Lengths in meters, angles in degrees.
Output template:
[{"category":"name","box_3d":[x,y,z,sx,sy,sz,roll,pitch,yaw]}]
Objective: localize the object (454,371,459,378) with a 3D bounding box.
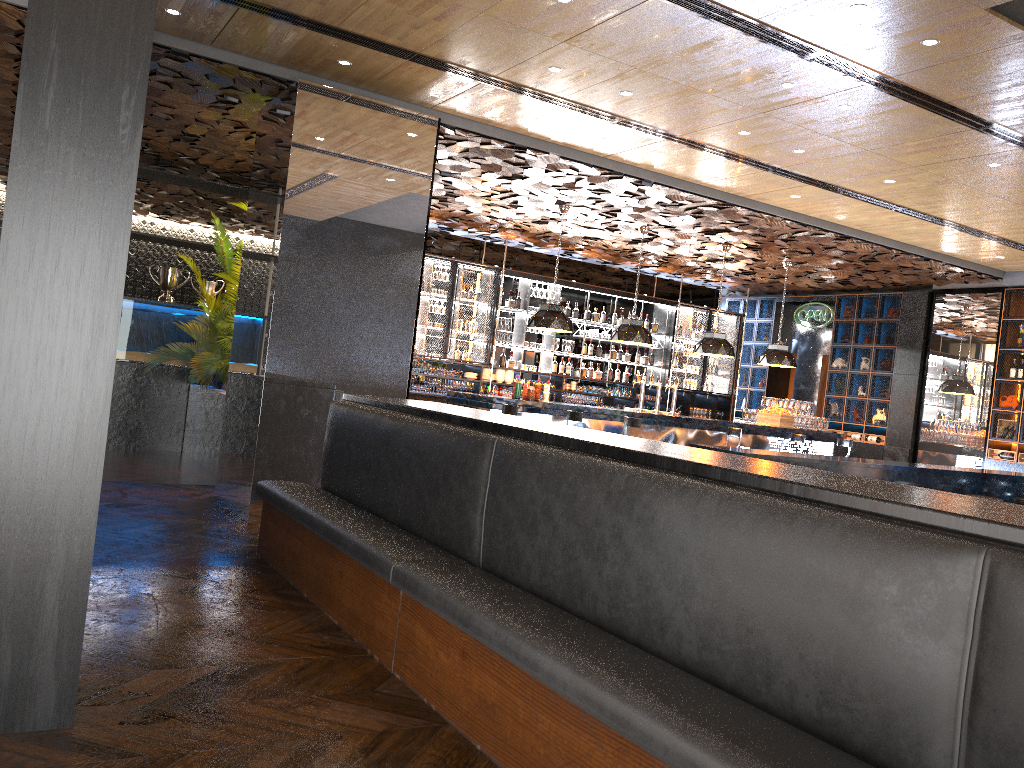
[{"category":"object","box_3d":[-0.831,-0.142,13.276,0.078,0.099,0.078,7,0,27]}]

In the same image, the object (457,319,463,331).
[{"category":"object","box_3d":[-0.800,-0.888,13.450,0.092,0.182,0.092,7,0,-35]}]

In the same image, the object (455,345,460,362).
[{"category":"object","box_3d":[-0.831,-0.463,13.529,0.075,0.261,0.075,7,0,19]}]

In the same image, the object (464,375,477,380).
[{"category":"object","box_3d":[-0.632,-0.101,13.478,0.209,0.060,0.211,7,0,19]}]

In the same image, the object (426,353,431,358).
[{"category":"object","box_3d":[-1.251,-0.422,13.219,0.077,0.080,0.077,7,0,9]}]

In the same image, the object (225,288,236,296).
[{"category":"object","box_3d":[-3.676,-1.231,11.803,0.278,0.292,0.290,7,0,7]}]

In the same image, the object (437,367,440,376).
[{"category":"object","box_3d":[-1.095,-0.189,13.327,0.074,0.131,0.074,7,0,-18]}]

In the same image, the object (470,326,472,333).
[{"category":"object","box_3d":[-0.616,-0.867,13.671,0.092,0.182,0.092,7,0,-35]}]

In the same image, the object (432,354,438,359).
[{"category":"object","box_3d":[-1.156,-0.411,13.261,0.077,0.080,0.077,7,0,-45]}]

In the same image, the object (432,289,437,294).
[{"category":"object","box_3d":[-1.166,-1.379,13.266,0.077,0.080,0.077,7,0,-40]}]

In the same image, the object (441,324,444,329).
[{"category":"object","box_3d":[-1.033,-0.864,13.459,0.077,0.080,0.077,7,0,-35]}]

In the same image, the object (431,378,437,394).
[{"category":"object","box_3d":[-1.151,0.025,13.097,0.088,0.229,0.077,7,0,-17]}]

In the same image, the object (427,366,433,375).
[{"category":"object","box_3d":[-1.212,-0.204,13.130,0.081,0.132,0.081,7,0,32]}]

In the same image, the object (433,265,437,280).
[{"category":"object","box_3d":[-1.149,-1.676,13.331,0.081,0.213,0.081,7,0,-25]}]

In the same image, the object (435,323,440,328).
[{"category":"object","box_3d":[-1.123,-0.875,13.285,0.077,0.080,0.077,7,0,38]}]

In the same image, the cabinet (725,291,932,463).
[{"category":"cabinet","box_3d":[5.385,0.203,15.800,0.691,3.514,4.416,7,0,-30]}]

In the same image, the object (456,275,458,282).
[{"category":"object","box_3d":[-0.843,-1.641,13.345,0.081,0.213,0.081,7,0,-25]}]

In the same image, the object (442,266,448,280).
[{"category":"object","box_3d":[-0.995,-1.658,13.255,0.081,0.213,0.081,7,0,-25]}]

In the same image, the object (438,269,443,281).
[{"category":"object","box_3d":[-1.067,-1.667,13.380,0.081,0.213,0.081,7,0,-25]}]

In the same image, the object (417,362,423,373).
[{"category":"object","box_3d":[-1.358,-0.240,12.963,0.087,0.170,0.087,7,0,20]}]

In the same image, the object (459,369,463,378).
[{"category":"object","box_3d":[-0.778,-0.153,13.414,0.074,0.131,0.074,7,0,-18]}]

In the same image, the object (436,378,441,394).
[{"category":"object","box_3d":[-1.108,0.030,13.224,0.088,0.229,0.077,7,0,-31]}]

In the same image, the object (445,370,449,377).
[{"category":"object","box_3d":[-0.982,-0.162,13.293,0.078,0.103,0.078,7,0,13]}]

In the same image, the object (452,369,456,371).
[{"category":"object","box_3d":[-0.892,-0.166,13.551,0.074,0.131,0.074,7,0,-18]}]

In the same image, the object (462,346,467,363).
[{"category":"object","box_3d":[-0.724,-0.452,13.618,0.075,0.260,0.075,7,0,19]}]

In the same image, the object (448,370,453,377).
[{"category":"object","box_3d":[-0.920,-0.155,13.232,0.078,0.103,0.078,7,0,13]}]

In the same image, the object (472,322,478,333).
[{"category":"object","box_3d":[-0.577,-0.863,13.584,0.092,0.182,0.092,7,0,-35]}]

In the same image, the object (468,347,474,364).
[{"category":"object","box_3d":[-0.625,-0.440,13.652,0.075,0.260,0.075,7,0,19]}]

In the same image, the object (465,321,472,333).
[{"category":"object","box_3d":[-0.669,-0.873,13.555,0.092,0.182,0.092,7,0,-35]}]

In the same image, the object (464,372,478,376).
[{"category":"object","box_3d":[-0.626,-0.142,13.479,0.211,0.060,0.209,7,0,14]}]

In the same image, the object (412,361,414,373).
[{"category":"object","box_3d":[-1.477,-0.254,13.167,0.087,0.170,0.087,7,0,20]}]

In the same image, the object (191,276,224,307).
[{"category":"object","box_3d":[-4.036,-1.194,11.703,0.378,0.398,0.232,7,0,0]}]

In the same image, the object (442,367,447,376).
[{"category":"object","box_3d":[-1.010,-0.180,13.176,0.074,0.131,0.074,7,0,-18]}]

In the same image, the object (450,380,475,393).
[{"category":"object","box_3d":[-0.749,0.074,13.451,0.376,0.227,0.186,7,0,-32]}]

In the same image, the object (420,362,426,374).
[{"category":"object","box_3d":[-1.321,-0.236,13.077,0.087,0.170,0.087,7,0,20]}]

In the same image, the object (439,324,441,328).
[{"category":"object","box_3d":[-1.120,-0.874,13.400,0.077,0.080,0.077,7,0,24]}]

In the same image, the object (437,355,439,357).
[{"category":"object","box_3d":[-1.133,-0.408,13.374,0.077,0.080,0.077,7,0,25]}]

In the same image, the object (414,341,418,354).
[{"category":"object","box_3d":[-1.450,-0.527,13.145,0.108,0.244,0.108,7,0,-17]}]

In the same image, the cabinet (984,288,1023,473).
[{"category":"cabinet","box_3d":[8.206,0.528,10.954,0.691,3.514,4.416,7,0,-30]}]

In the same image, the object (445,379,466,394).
[{"category":"object","box_3d":[-0.847,0.062,13.621,0.376,0.227,0.186,7,0,-32]}]

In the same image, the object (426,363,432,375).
[{"category":"object","box_3d":[-1.223,-0.224,13.030,0.087,0.170,0.087,7,0,20]}]

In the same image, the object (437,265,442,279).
[{"category":"object","box_3d":[-1.077,-1.668,13.207,0.081,0.213,0.081,7,0,-25]}]

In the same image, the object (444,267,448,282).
[{"category":"object","box_3d":[-0.993,-1.658,13.423,0.081,0.213,0.081,7,0,-25]}]

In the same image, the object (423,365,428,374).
[{"category":"object","box_3d":[-1.287,-0.213,13.256,0.081,0.132,0.081,7,0,32]}]

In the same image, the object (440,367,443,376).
[{"category":"object","box_3d":[-1.051,-0.184,13.253,0.074,0.131,0.074,7,0,-18]}]

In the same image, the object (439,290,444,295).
[{"category":"object","box_3d":[-1.065,-1.368,13.302,0.077,0.080,0.077,7,0,5]}]

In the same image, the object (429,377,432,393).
[{"category":"object","box_3d":[-1.196,0.020,13.177,0.077,0.229,0.088,7,0,19]}]

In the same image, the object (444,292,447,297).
[{"category":"object","box_3d":[-0.993,-1.359,13.480,0.077,0.080,0.077,7,0,5]}]

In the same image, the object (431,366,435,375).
[{"category":"object","box_3d":[-1.178,-0.200,13.229,0.081,0.132,0.081,7,0,32]}]

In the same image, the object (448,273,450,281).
[{"category":"object","box_3d":[-0.920,-1.650,13.299,0.081,0.213,0.081,7,0,-25]}]

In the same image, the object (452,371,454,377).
[{"category":"object","box_3d":[-0.905,-0.151,13.337,0.078,0.099,0.078,7,0,27]}]

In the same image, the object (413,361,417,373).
[{"category":"object","box_3d":[-1.417,-0.247,13.065,0.087,0.170,0.087,7,0,20]}]

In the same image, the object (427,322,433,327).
[{"category":"object","box_3d":[-1.228,-0.887,13.267,0.077,0.080,0.077,7,0,-19]}]

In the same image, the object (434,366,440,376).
[{"category":"object","box_3d":[-1.115,-0.193,13.127,0.081,0.132,0.081,7,0,32]}]

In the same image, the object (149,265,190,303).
[{"category":"object","box_3d":[-4.443,-1.275,11.459,0.458,0.472,0.250,7,0,-4]}]

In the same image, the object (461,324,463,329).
[{"category":"object","box_3d":[-0.803,-0.889,13.564,0.092,0.182,0.092,7,0,-35]}]
